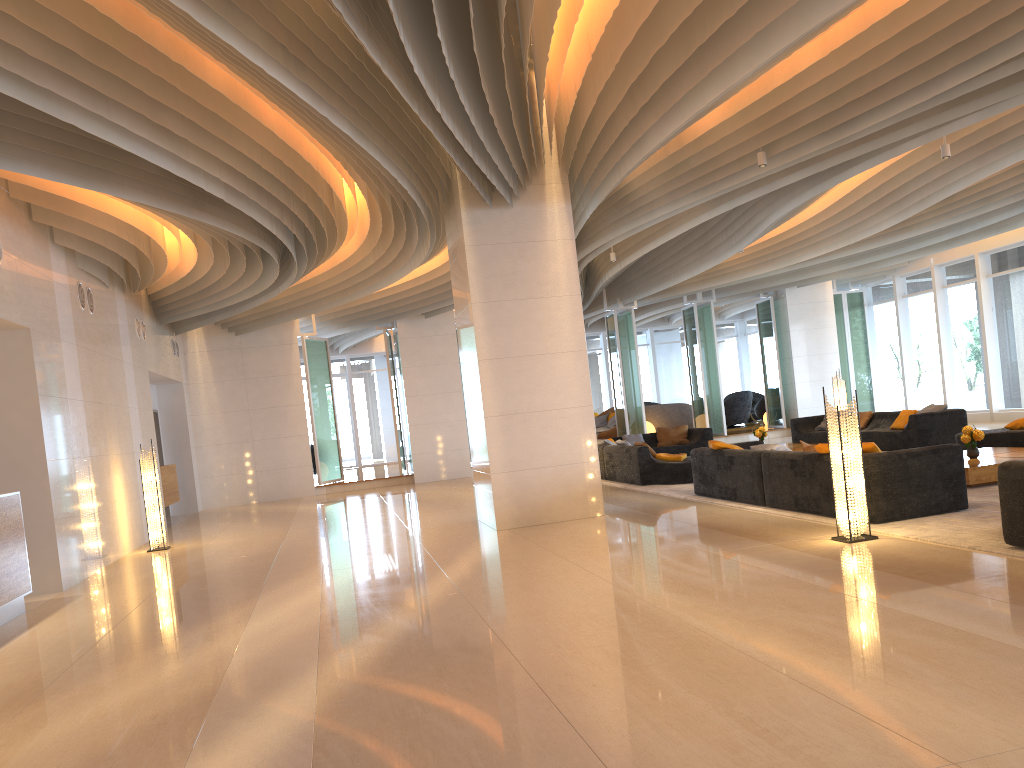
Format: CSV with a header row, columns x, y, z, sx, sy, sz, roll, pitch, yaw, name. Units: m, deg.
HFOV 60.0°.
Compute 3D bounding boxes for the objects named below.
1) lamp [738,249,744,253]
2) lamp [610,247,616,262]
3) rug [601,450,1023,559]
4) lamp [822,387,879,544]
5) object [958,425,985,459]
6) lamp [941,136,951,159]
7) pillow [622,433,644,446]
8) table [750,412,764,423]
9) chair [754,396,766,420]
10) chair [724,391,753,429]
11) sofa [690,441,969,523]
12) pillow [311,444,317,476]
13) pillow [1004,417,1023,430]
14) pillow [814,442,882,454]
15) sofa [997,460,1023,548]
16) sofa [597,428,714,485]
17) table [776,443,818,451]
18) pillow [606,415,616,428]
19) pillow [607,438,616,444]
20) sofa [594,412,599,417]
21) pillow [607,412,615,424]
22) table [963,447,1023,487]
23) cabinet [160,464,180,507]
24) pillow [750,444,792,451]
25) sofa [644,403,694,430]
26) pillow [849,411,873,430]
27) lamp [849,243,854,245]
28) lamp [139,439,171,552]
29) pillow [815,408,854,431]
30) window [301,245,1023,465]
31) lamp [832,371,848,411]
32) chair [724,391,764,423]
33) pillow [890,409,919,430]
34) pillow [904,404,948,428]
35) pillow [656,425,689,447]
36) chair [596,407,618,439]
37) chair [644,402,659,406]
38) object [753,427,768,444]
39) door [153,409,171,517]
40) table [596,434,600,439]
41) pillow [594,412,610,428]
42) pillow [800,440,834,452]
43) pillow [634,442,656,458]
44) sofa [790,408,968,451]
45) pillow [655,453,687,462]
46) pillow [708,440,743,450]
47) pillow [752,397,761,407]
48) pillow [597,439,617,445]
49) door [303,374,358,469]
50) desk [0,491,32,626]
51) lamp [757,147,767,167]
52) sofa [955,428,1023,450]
x,y,z,sx,sy,sz,roll,pitch,yaw,name
3.703,-2.926,14.655,0.088,1.508,0.090,-5,2,32,lamp
1.535,-2.705,14.140,0.088,1.508,0.090,-5,2,32,lamp
5.088,1.034,10.050,5.545,0.022,16.118,-6,-2,-12,rug
2.578,0.603,6.829,0.252,1.199,0.248,-7,1,-13,lamp
4.975,0.616,9.592,0.235,0.377,0.267,-6,0,9,object
4.628,-3.205,9.601,0.090,1.508,0.088,-8,2,-40,lamp
2.365,1.119,17.148,0.410,0.312,0.320,-6,0,-11,pillow
7.692,0.980,26.754,1.083,0.318,0.815,-6,-2,-6,table
7.781,0.589,25.754,1.525,1.006,1.130,-6,0,-10,chair
6.184,0.739,24.996,1.539,1.006,1.120,-6,-1,-40,chair
3.021,0.935,9.220,0.947,0.582,3.753,-6,-2,-12,sofa
-5.120,1.821,20.210,1.528,1.006,1.128,-6,0,-15,pillow
6.813,0.526,11.725,0.442,0.193,0.594,-8,-2,42,pillow
3.126,0.685,7.927,0.554,0.378,0.630,-6,-1,-35,pillow
3.974,0.702,5.476,1.363,0.577,2.239,-6,-2,-12,sofa
2.803,1.126,15.019,2.842,0.654,5.056,-6,-2,-12,sofa
4.108,1.192,14.748,1.610,0.220,1.591,-6,-2,-13,table
2.740,0.975,23.538,0.466,0.409,0.501,-6,-1,-10,pillow
1.673,1.109,15.388,0.416,0.335,0.329,-7,-1,43,pillow
1.318,1.328,24.952,2.587,0.902,1.098,-6,-1,-23,sofa
2.769,0.940,23.958,0.377,0.423,0.598,-6,-1,-34,pillow
5.139,0.904,9.732,1.610,0.220,1.591,-6,-2,-13,table
-6.073,1.736,14.992,0.562,0.662,1.501,-6,-1,-12,cabinet
2.868,0.831,9.583,0.422,0.377,0.583,-6,-1,-10,pillow
4.041,0.996,24.071,2.527,0.902,1.125,-8,-1,37,sofa
6.166,0.649,15.694,0.324,0.312,0.405,-6,-1,-15,pillow
5.709,-3.131,15.132,0.088,1.508,0.090,-5,2,32,lamp
-4.686,1.443,11.551,0.252,1.452,0.248,-7,1,-13,lamp
6.010,0.666,16.517,0.554,0.378,0.630,-6,-1,-35,pillow
8.601,-1.105,12.955,53.686,3.223,22.460,-8,-3,43,window
6.508,0.416,17.532,0.252,1.452,0.248,-7,1,-13,lamp
7.385,0.703,27.745,1.518,1.006,1.135,-6,0,0,chair
6.411,0.580,14.501,0.323,0.312,0.405,-6,-1,-10,pillow
6.526,0.522,14.005,0.545,0.378,0.641,-6,-1,10,pillow
3.143,1.012,17.350,0.636,0.378,0.549,-6,-1,9,pillow
2.564,1.099,23.839,1.148,1.006,1.501,-6,-1,-25,chair
4.322,0.983,26.085,1.536,1.006,1.122,-6,-1,-30,chair
4.182,0.890,14.917,0.234,0.377,0.268,-6,0,19,object
-6.801,1.529,16.681,0.248,2.103,1.395,-7,1,-12,door
1.835,1.500,23.121,0.828,0.318,1.066,-5,-2,-31,table
2.410,1.004,24.127,0.612,0.455,0.478,-7,-1,39,pillow
3.071,0.735,8.570,0.446,0.410,0.598,-6,-1,-10,pillow
2.042,1.009,13.289,0.330,0.311,0.421,-6,-1,-11,pillow
6.157,0.798,15.235,0.947,0.582,3.753,-6,-2,-12,sofa
2.347,1.070,13.043,0.406,0.136,0.420,-7,-2,21,pillow
2.610,0.830,10.439,0.545,0.378,0.641,-6,-1,10,pillow
7.727,0.573,27.795,0.500,0.409,0.466,-6,0,15,pillow
1.698,1.102,15.050,0.550,0.377,0.646,-6,-1,-17,pillow
-5.424,1.161,26.088,1.468,2.774,0.060,-7,2,-13,door
-4.073,1.332,4.521,0.903,1.050,6.628,-6,-2,-12,desk
2.491,-2.987,9.085,0.090,1.508,0.088,-7,2,-22,lamp
6.975,0.540,10.411,1.360,0.583,4.115,-6,-2,-13,sofa
